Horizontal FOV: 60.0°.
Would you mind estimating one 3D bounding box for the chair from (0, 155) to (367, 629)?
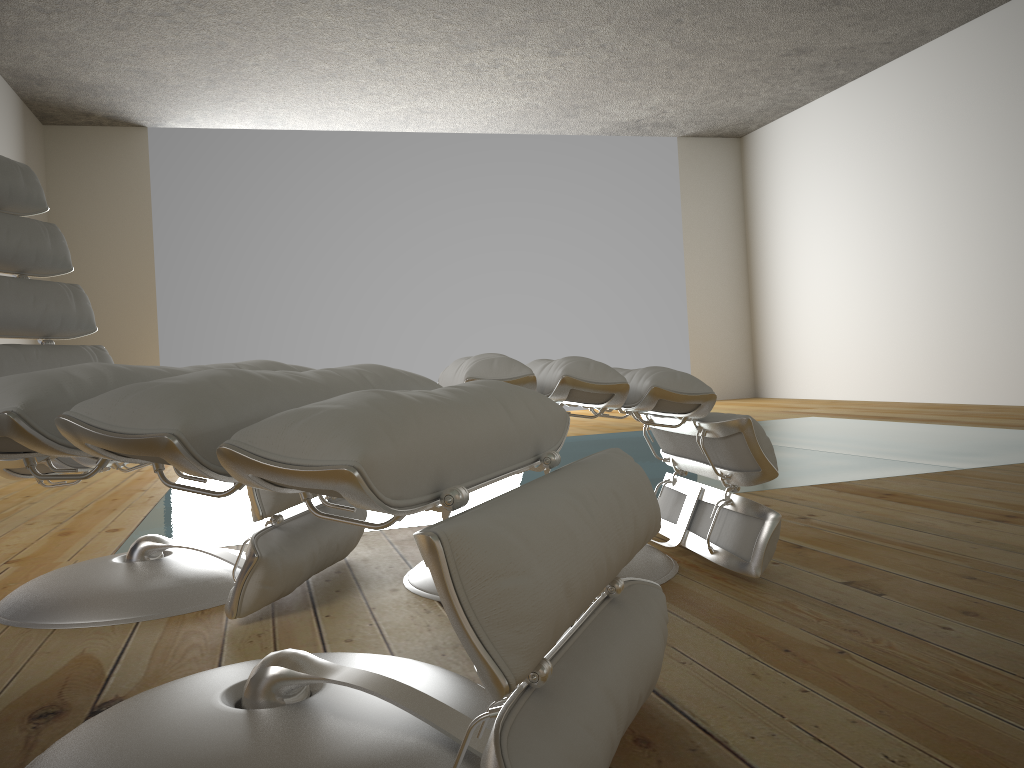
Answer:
[{"bbox_3d":[-0.803,-0.063,1.826,0.913,0.969,0.569,-3,0,9],"label":"chair"}]

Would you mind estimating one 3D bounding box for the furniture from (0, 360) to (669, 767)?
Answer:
[{"bbox_3d":[-0.211,0.185,0.967,0.685,0.439,0.570,-3,0,19],"label":"furniture"}]

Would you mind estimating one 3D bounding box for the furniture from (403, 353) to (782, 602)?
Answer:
[{"bbox_3d":[0.111,0.151,1.799,0.686,0.439,0.569,-3,0,-9],"label":"furniture"}]
